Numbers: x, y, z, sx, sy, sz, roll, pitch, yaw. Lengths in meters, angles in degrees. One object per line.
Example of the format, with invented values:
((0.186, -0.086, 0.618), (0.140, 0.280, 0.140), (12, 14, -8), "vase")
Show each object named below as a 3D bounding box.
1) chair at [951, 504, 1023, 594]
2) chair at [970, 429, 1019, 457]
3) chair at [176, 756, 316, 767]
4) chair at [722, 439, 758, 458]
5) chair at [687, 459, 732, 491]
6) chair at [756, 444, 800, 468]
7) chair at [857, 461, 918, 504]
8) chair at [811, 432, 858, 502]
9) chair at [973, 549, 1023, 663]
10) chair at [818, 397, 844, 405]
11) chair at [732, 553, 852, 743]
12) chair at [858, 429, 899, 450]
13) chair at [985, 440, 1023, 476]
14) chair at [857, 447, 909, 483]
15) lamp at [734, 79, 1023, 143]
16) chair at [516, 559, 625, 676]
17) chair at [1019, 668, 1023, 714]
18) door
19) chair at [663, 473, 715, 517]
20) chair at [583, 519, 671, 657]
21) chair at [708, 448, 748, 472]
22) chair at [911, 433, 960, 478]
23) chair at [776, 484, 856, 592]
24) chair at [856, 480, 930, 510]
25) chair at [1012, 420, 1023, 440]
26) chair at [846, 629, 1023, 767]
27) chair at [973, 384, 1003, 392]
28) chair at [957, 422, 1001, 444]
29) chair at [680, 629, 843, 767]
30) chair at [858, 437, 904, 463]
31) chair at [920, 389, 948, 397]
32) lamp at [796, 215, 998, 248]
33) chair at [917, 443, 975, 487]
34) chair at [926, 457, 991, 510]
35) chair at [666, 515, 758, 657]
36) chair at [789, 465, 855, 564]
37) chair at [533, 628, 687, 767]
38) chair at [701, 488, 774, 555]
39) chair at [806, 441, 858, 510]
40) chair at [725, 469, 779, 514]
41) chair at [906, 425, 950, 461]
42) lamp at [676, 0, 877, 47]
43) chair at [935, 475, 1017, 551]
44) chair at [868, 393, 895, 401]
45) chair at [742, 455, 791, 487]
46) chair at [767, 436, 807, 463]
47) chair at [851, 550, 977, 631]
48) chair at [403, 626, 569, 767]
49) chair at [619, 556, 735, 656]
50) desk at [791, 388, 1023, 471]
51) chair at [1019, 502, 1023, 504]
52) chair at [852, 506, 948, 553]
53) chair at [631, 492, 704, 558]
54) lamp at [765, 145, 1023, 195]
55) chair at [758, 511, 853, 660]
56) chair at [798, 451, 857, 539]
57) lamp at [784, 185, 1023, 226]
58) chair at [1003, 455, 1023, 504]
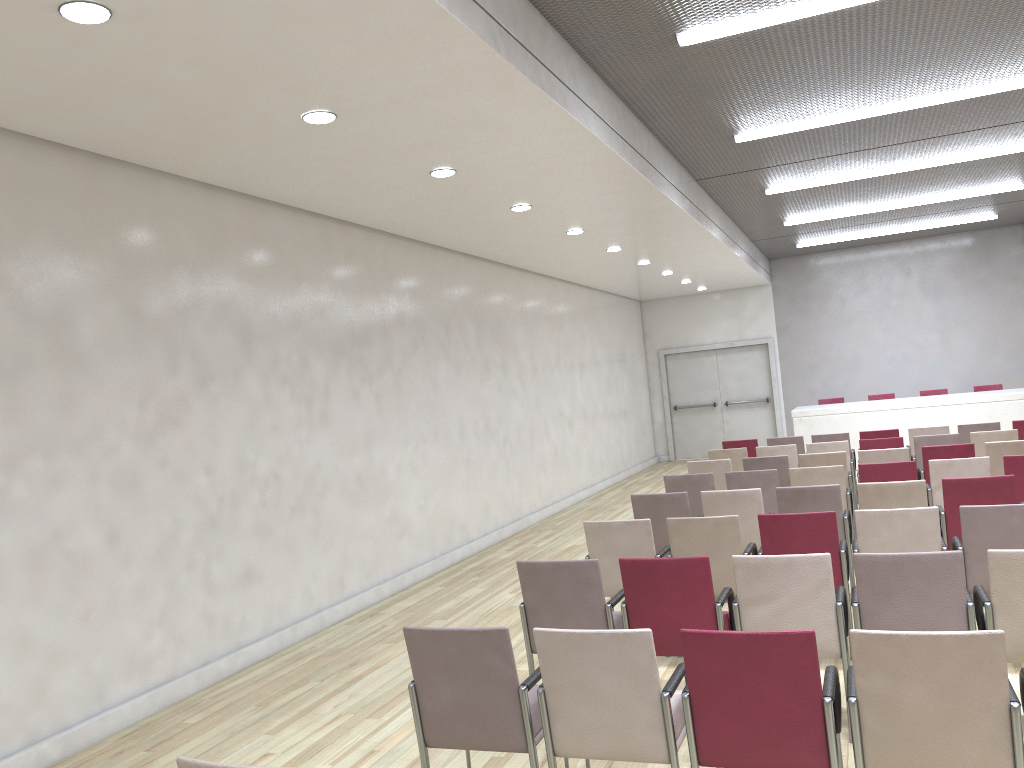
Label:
((2.859, 1.095, 5.137), (0.513, 0.890, 0.640), (-6, -1, 22), "chair")
((5.174, 0.923, 9.519), (0.513, 0.890, 0.640), (-6, -1, 21), "chair")
((-0.525, 1.396, 2.515), (0.513, 0.890, 0.640), (-6, -1, 23), "chair")
((3.074, 1.157, 11.666), (0.513, 0.890, 0.640), (-6, -1, 22), "chair")
((2.171, 1.217, 9.375), (0.513, 0.890, 0.640), (-6, -1, 22), "chair")
((3.140, 1.134, 10.316), (0.513, 0.890, 0.640), (-6, -1, 22), "chair")
((3.261, 1.087, 7.636), (0.513, 0.890, 0.640), (-6, -1, 21), "chair")
((4.100, 1.051, 11.272), (0.513, 0.890, 0.640), (-6, -1, 22), "chair")
((2.397, 1.126, 3.995), (0.513, 0.890, 0.640), (-6, -1, 21), "chair")
((5.821, 0.714, 16.075), (0.513, 0.890, 0.640), (-6, -1, 21), "chair")
((1.402, 1.230, 4.406), (0.513, 0.890, 0.640), (-6, -1, 22), "chair")
((4.611, 0.998, 11.059), (0.513, 0.890, 0.640), (-6, -1, 21), "chair")
((4.720, 0.953, 8.373), (0.513, 0.890, 0.640), (-6, -1, 21), "chair")
((3.706, 1.058, 8.766), (0.513, 0.890, 0.640), (-6, -1, 22), "chair")
((3.676, -2.501, 7.908), (3.304, 0.045, 0.198), (-6, -1, 22), "lamp")
((0.379, 1.336, 4.808), (0.513, 0.890, 0.640), (-6, -1, 22), "chair")
((1.967, 1.154, 2.857), (0.513, 0.890, 0.640), (-6, -1, 22), "chair")
((4.403, 0.357, 18.714), (2.373, 2.400, 0.200), (-6, -1, 22), "door")
((1.729, 1.246, 8.241), (0.513, 0.890, 0.640), (-6, -1, 21), "chair")
((0.821, 1.307, 5.949), (0.513, 0.890, 0.640), (-6, -1, 22), "chair")
((2.635, 1.186, 10.528), (0.513, 0.890, 0.640), (-6, -1, 21), "chair")
((4.668, 0.975, 9.707), (0.513, 0.890, 0.640), (-6, -1, 22), "chair")
((2.290, 1.171, 6.681), (0.513, 0.890, 0.640), (-6, -1, 22), "chair")
((2.803, 1.118, 6.475), (0.513, 0.890, 0.640), (-6, -1, 22), "chair")
((6.142, 0.839, 10.446), (0.513, 0.890, 0.640), (-6, -1, 21), "chair")
((1.445, 1.208, 3.052), (0.513, 0.890, 0.640), (-6, -1, 21), "chair")
((8.203, 0.467, 15.128), (0.513, 0.890, 0.640), (-6, -1, 21), "chair")
((5.619, 0.893, 10.652), (0.513, 0.890, 0.640), (-6, -1, 22), "chair")
((0.935, 1.261, 3.248), (0.513, 0.890, 0.640), (-6, -1, 22), "chair")
((4.168, 1.027, 9.923), (0.513, 0.890, 0.640), (-6, -1, 22), "chair")
((7.409, 0.549, 15.443), (0.513, 0.890, 0.640), (-6, -1, 21), "chair")
((6.813, -2.709, 15.849), (3.304, 0.045, 0.198), (-6, -1, 22), "lamp")
((4.220, 1.004, 8.560), (0.513, 0.890, 0.640), (-6, -1, 21), "chair")
((3.759, 1.036, 7.429), (0.513, 0.890, 0.640), (-6, -1, 21), "chair")
((1.323, 1.255, 5.748), (0.513, 0.890, 0.640), (-6, -1, 22), "chair")
((2.742, 1.141, 7.833), (0.513, 0.890, 0.640), (-6, -1, 22), "chair")
((0.434, 1.313, 3.451), (0.513, 0.890, 0.640), (-6, -1, 22), "chair")
((1.782, 1.224, 6.882), (0.513, 0.890, 0.640), (-6, -1, 22), "chair")
((3.649, 1.081, 10.126), (0.513, 0.890, 0.640), (-6, -1, 21), "chair")
((2.240, 1.193, 8.031), (0.513, 0.890, 0.640), (-6, -1, 21), "chair")
((5.127, 0.944, 10.858), (0.513, 0.890, 0.640), (-6, -1, 22), "chair")
((2.640, -2.432, 5.286), (3.304, 0.045, 0.198), (-6, -1, 22), "lamp")
((3.313, 1.065, 6.293), (0.513, 0.890, 0.640), (-6, -1, 21), "chair")
((6.615, 0.632, 15.759), (0.513, 0.890, 0.640), (-6, -1, 21), "chair")
((2.687, 1.164, 9.172), (0.513, 0.890, 0.640), (-6, -1, 21), "chair")
((3.594, 1.103, 11.461), (0.513, 0.890, 0.640), (-6, -1, 22), "chair")
((1.897, 1.178, 4.191), (0.513, 0.890, 0.640), (-6, -1, 22), "chair")
((-0.075, 1.366, 3.669), (0.513, 0.890, 0.640), (-6, -1, 21), "chair")
((0.886, 1.283, 4.607), (0.513, 0.890, 0.640), (-6, -1, 21), "chair")
((6.592, 0.770, 14.583), (3.652, 1.042, 1.456), (-6, -1, 22), "desk")
((3.811, 1.013, 6.089), (0.513, 0.890, 0.640), (-6, -1, 22), "chair")
((2.347, 1.148, 5.351), (0.513, 0.890, 0.640), (-6, -1, 21), "chair")
((1.283, 1.276, 7.097), (0.513, 0.890, 0.640), (-6, -1, 22), "chair")
((4.734, -2.571, 10.588), (3.304, 0.045, 0.198), (-6, -1, 22), "lamp")
((1.838, 1.201, 5.541), (0.513, 0.890, 0.640), (-6, -1, 21), "chair")
((3.192, 1.111, 8.983), (0.513, 0.890, 0.640), (-6, -1, 21), "chair")
((5.765, -2.639, 13.197), (3.304, 0.045, 0.198), (-6, -1, 22), "lamp")
((4.259, 0.984, 7.222), (0.513, 0.890, 0.640), (-6, -1, 22), "chair")
